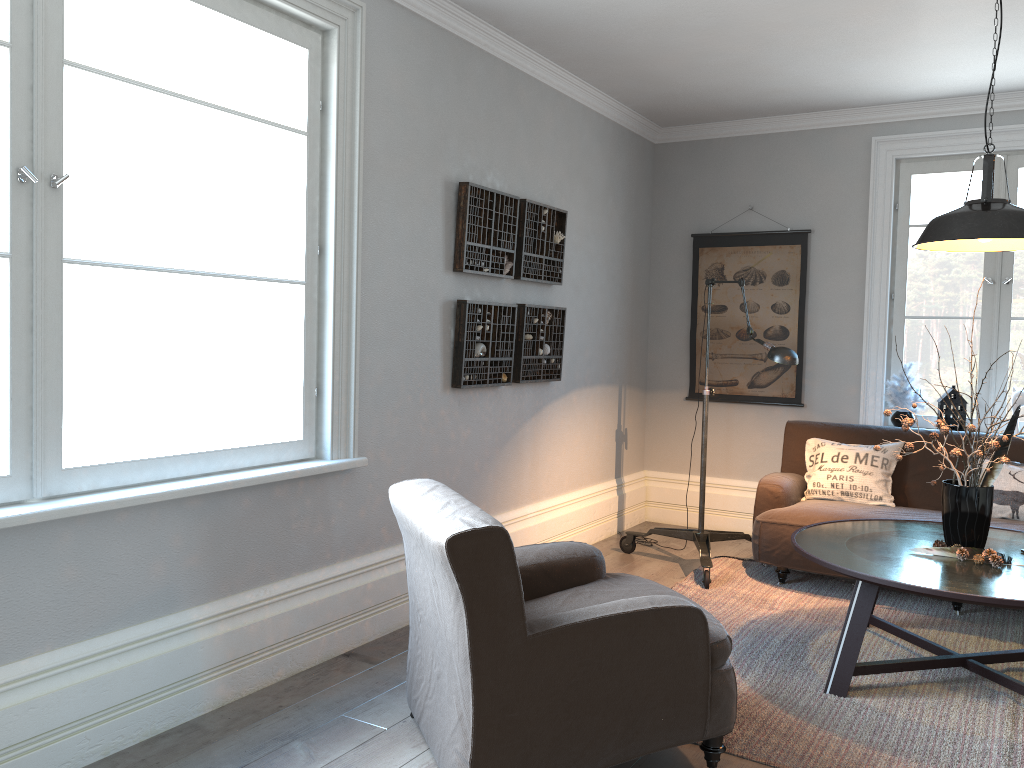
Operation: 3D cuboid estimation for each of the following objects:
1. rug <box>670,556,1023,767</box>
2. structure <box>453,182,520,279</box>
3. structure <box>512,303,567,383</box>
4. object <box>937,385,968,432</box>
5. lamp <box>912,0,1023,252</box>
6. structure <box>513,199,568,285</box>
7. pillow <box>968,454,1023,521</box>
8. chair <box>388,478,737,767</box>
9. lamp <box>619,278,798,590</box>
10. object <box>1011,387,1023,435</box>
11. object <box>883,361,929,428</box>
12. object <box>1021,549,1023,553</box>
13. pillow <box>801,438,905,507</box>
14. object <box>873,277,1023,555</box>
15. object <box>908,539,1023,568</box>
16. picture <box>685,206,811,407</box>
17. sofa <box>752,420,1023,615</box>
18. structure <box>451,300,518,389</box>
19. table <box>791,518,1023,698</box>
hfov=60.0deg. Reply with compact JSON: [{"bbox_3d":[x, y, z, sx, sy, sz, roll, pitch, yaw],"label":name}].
[{"bbox_3d":[1.781,1.095,3.438,2.819,0.090,2.400,3,3,31],"label":"rug"},{"bbox_3d":[-0.127,-0.735,4.314,0.099,0.416,0.468,3,3,30],"label":"structure"},{"bbox_3d":[0.153,-0.218,4.811,0.086,0.416,0.468,3,3,30],"label":"structure"},{"bbox_3d":[2.596,0.149,5.233,0.155,0.284,0.155,3,3,20],"label":"object"},{"bbox_3d":[1.797,-1.058,3.320,0.504,1.075,0.504,1,3,-12],"label":"lamp"},{"bbox_3d":[0.165,-0.753,4.764,0.105,0.416,0.468,3,3,30],"label":"structure"},{"bbox_3d":[2.536,0.538,4.441,0.472,0.347,0.159,3,3,28],"label":"pillow"},{"bbox_3d":[0.153,0.735,2.760,0.970,0.795,0.807,1,3,-19],"label":"chair"},{"bbox_3d":[1.121,0.214,5.226,0.797,1.644,1.864,0,3,-22],"label":"lamp"},{"bbox_3d":[2.920,0.109,4.948,0.239,0.410,0.128,3,3,27],"label":"object"},{"bbox_3d":[2.359,0.065,5.361,0.247,0.423,0.263,0,3,-24],"label":"object"},{"bbox_3d":[2.092,0.652,3.459,0.207,0.011,0.051,1,3,-10],"label":"object"},{"bbox_3d":[1.862,0.485,4.883,0.519,0.368,0.240,3,3,30],"label":"pillow"},{"bbox_3d":[1.821,0.128,3.267,0.853,1.065,0.525,2,3,1],"label":"object"},{"bbox_3d":[1.718,0.628,3.313,0.153,0.067,0.404,-1,4,-42],"label":"object"},{"bbox_3d":[1.557,-0.525,5.879,0.793,1.313,0.057,3,3,30],"label":"picture"},{"bbox_3d":[2.377,0.689,4.460,2.165,0.824,0.969,3,3,30],"label":"sofa"},{"bbox_3d":[-0.126,-0.193,4.338,0.086,0.416,0.468,3,3,30],"label":"structure"},{"bbox_3d":[1.743,0.900,3.412,1.300,0.503,1.300,3,3,23],"label":"table"}]
